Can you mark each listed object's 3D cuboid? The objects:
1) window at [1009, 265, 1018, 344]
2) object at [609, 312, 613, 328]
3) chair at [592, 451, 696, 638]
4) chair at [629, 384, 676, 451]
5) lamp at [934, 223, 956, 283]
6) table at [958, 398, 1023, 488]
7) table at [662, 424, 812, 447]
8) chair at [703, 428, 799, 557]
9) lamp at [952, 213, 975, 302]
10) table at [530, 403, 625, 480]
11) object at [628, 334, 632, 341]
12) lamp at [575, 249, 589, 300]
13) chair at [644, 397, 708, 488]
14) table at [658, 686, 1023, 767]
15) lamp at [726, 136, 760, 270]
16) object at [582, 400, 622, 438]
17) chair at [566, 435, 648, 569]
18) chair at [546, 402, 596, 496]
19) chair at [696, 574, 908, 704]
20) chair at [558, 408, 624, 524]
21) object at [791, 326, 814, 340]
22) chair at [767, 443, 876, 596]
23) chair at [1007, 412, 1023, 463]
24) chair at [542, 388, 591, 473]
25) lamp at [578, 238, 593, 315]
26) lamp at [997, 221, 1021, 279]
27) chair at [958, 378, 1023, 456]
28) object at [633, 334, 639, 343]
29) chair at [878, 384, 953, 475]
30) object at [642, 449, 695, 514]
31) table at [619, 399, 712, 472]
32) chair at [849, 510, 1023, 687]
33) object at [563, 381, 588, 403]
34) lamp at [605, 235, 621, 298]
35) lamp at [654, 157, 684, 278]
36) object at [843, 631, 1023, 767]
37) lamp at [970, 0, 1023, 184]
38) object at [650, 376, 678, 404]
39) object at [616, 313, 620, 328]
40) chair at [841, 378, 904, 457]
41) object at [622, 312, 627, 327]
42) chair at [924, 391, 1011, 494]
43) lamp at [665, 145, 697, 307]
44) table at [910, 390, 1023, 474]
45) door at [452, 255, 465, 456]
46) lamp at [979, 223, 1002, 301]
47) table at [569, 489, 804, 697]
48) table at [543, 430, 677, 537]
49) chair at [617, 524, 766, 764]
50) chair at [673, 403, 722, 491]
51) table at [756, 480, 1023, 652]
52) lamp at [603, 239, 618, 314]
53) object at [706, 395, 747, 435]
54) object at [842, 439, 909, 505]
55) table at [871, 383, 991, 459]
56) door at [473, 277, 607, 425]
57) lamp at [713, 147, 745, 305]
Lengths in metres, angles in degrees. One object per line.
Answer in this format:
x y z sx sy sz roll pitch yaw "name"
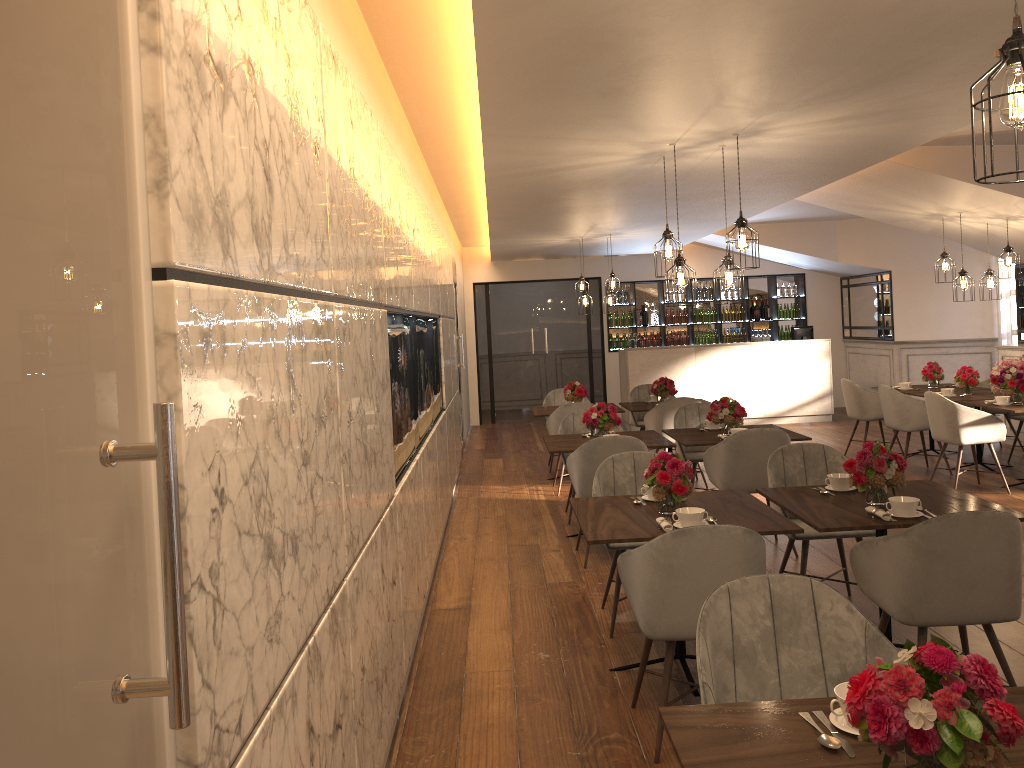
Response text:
7.147 -0.237 4.748 0.495 2.386 14.545 -3 4 -5 "window"
1.633 -1.057 14.604 0.065 0.261 0.066 -3 1 -22 "object"
0.711 0.833 4.760 0.565 0.872 0.527 -3 1 -1 "chair"
1.577 0.452 9.832 0.565 0.872 0.527 -3 1 -1 "chair"
4.225 -2.032 8.716 0.175 2.070 0.175 -3 1 1 "lamp"
4.562 0.527 7.689 0.896 0.720 0.898 -3 3 -1 "table"
1.676 0.733 6.685 0.896 0.720 0.898 -3 3 -1 "table"
1.631 0.704 6.027 0.565 0.872 0.527 -3 1 -1 "chair"
4.240 -1.816 8.389 0.175 2.070 0.175 -3 1 1 "lamp"
0.673 0.617 9.145 0.896 0.720 0.898 -3 3 -1 "table"
1.713 -0.623 12.859 0.065 0.208 0.065 -3 1 -10 "object"
0.852 -2.110 11.298 0.175 2.070 0.175 -3 1 1 "lamp"
1.586 0.540 8.504 0.565 0.872 0.527 -3 1 -1 "chair"
0.811 1.115 1.613 0.896 0.720 0.898 -3 3 -1 "table"
1.291 -1.699 5.120 0.175 2.070 0.175 -3 1 1 "lamp"
0.668 0.270 6.653 0.305 0.301 0.235 -2 2 21 "object"
0.673 0.751 6.010 0.565 0.872 0.527 -3 1 -1 "chair"
0.628 0.588 8.487 0.565 0.872 0.527 -3 1 -1 "chair"
0.757 0.997 2.283 0.565 0.872 0.527 -3 1 -1 "chair"
0.664 0.663 7.338 0.565 0.872 0.527 -3 1 -1 "chair"
4.305 -0.689 13.068 0.409 0.329 0.130 -4 1 -23 "object"
1.669 0.786 4.777 0.565 0.872 0.527 -3 1 -1 "chair"
5.197 0.358 8.619 0.526 0.872 0.565 -3 1 -1 "chair"
0.619 0.499 9.815 0.565 0.872 0.527 -3 1 -1 "chair"
0.867 -1.895 10.971 0.175 2.070 0.175 -3 1 1 "lamp"
4.559 -2.013 8.191 0.175 2.070 0.175 -3 1 1 "lamp"
5.180 0.296 9.558 0.526 0.872 0.565 -3 1 -1 "chair"
1.799 -0.627 12.865 0.065 0.207 0.146 -3 2 -9 "object"
3.871 0.425 8.577 0.526 0.872 0.565 -3 1 -1 "chair"
0.712 0.442 4.077 0.234 0.301 0.305 -3 2 1 "object"
1.631 0.570 9.162 0.896 0.720 0.898 -3 3 -1 "table"
1.679 0.874 3.449 0.565 0.872 0.527 -3 1 -1 "chair"
0.666 0.104 9.143 0.234 0.301 0.305 -4 2 -26 "object"
1.186 -2.091 10.773 0.175 2.070 0.175 -3 1 1 "lamp"
0.956 -1.718 5.645 0.175 2.070 0.175 -3 1 1 "lamp"
0.761 0.605 1.601 0.305 0.301 0.235 -2 2 21 "object"
1.026 -1.467 1.853 0.175 2.070 0.175 -3 1 1 "lamp"
1.559 0.060 9.167 0.234 0.301 0.305 -4 3 -44 "object"
1.744 -1.063 14.606 0.065 0.261 0.066 -3 1 -22 "object"
3.854 0.363 9.516 0.526 0.872 0.565 -3 1 -1 "chair"
1.854 -1.068 14.608 0.065 0.261 0.066 -3 1 -22 "object"
3.889 0.487 7.638 0.526 0.872 0.565 -3 1 -1 "chair"
0.972 -1.503 5.318 0.175 2.070 0.175 -3 1 1 "lamp"
4.545 0.465 8.628 0.896 0.720 0.898 -3 3 -1 "table"
-0.660 -0.348 10.876 0.134 2.467 1.860 -3 2 -1 "door"
4.562 -1.841 8.521 0.175 2.070 0.175 -3 1 1 "lamp"
0.765 0.951 4.091 0.896 0.720 0.898 -3 3 -1 "table"
0.718 0.781 6.668 0.896 0.720 0.898 -3 3 -1 "table"
0.721 0.922 3.432 0.565 0.872 0.527 -3 1 -1 "chair"
1.622 0.615 7.355 0.565 0.872 0.527 -3 1 -1 "chair"
1.723 0.904 4.108 0.896 0.720 0.898 -3 3 -1 "table"
1.189 -1.919 11.103 0.175 2.070 0.175 -3 1 1 "lamp"
1.617 0.226 6.641 0.305 0.301 0.235 -1 2 32 "object"
1.664 0.396 4.065 0.305 0.301 0.234 -4 2 -23 "object"
4.528 0.403 9.567 0.896 0.720 0.898 -3 3 -1 "table"
0.464 -0.548 14.631 2.106 2.333 0.274 -3 1 -1 "door"
1.294 -1.527 5.450 0.175 2.070 0.175 -3 1 1 "lamp"
